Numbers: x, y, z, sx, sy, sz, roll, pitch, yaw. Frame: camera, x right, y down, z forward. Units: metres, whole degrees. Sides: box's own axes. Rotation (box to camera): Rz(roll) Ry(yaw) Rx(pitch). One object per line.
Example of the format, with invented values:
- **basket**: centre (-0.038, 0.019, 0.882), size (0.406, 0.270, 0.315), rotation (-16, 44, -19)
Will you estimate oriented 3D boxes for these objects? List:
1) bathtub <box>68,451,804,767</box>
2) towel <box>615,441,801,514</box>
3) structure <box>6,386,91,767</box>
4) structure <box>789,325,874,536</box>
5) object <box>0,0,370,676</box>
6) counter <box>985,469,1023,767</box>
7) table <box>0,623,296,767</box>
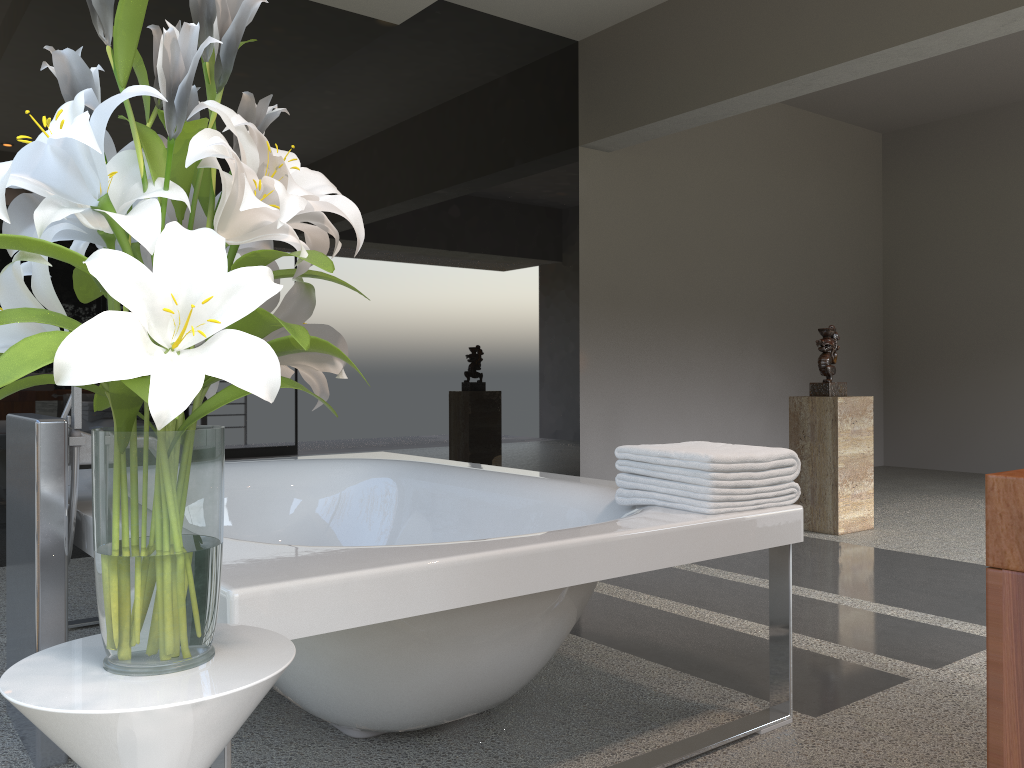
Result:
- **bathtub**: centre (-0.453, 0.530, 2.398), size (1.327, 0.504, 1.958), rotation (0, 0, -37)
- **towel**: centre (0.454, 0.218, 2.091), size (0.305, 0.145, 0.322), rotation (0, 0, -34)
- **structure**: centre (-0.961, 0.348, 2.067), size (0.330, 0.885, 0.402), rotation (0, 0, -37)
- **structure**: centre (1.682, 0.225, 4.675), size (0.328, 1.074, 0.292), rotation (0, 0, -37)
- **object**: centre (-0.391, -0.086, 0.996), size (0.460, 0.796, 0.450), rotation (0, 0, -10)
- **counter**: centre (1.274, 0.428, 1.211), size (1.848, 0.704, 0.524), rotation (0, 0, -37)
- **table**: centre (-0.401, 0.551, 1.000), size (0.307, 0.479, 0.307), rotation (0, 0, 36)
